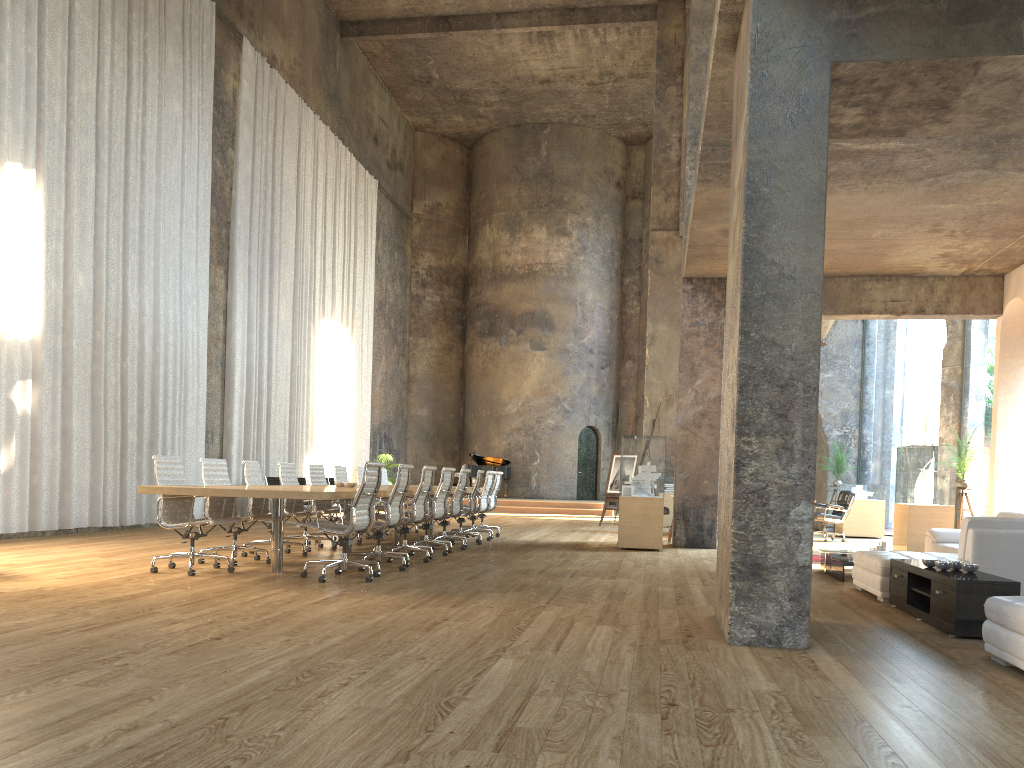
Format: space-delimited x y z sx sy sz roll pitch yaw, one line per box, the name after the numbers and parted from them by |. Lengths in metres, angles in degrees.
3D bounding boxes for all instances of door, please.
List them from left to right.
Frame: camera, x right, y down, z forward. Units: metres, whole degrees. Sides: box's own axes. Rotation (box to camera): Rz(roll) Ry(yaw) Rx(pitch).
2.286 2.433 27.031 0.904 2.298 0.091 1 1 -33 | door

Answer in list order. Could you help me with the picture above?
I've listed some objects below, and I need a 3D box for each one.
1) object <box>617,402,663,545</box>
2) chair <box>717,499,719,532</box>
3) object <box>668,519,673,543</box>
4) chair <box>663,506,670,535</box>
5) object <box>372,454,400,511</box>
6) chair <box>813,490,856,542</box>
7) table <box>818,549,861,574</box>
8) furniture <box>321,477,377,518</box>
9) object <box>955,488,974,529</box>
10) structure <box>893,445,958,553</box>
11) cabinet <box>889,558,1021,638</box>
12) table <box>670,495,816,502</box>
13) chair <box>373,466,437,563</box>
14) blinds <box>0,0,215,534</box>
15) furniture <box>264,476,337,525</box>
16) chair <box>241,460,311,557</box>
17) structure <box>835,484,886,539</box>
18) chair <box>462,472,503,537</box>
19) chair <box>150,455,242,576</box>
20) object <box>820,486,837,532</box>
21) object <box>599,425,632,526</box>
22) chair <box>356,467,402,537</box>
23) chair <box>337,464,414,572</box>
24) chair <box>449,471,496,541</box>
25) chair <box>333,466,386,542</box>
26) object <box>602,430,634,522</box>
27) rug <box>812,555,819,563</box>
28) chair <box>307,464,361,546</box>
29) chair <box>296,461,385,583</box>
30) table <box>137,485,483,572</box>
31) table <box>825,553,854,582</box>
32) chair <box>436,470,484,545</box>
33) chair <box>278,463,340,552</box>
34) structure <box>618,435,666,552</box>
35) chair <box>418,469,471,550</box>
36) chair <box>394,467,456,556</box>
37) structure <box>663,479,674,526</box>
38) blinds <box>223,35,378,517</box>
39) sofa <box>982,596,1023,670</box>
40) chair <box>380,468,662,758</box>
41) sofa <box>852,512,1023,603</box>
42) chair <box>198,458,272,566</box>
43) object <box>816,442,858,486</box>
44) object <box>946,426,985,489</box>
1.931 1.335 13.019 0.684 2.148 0.701 2 1 8 | object
3.409 2.186 14.932 0.729 0.892 0.823 2 -2 3 | chair
2.742 1.840 13.705 0.570 1.298 0.659 2 0 10 | object
2.490 2.256 15.825 0.820 0.893 0.731 2 -2 6 | chair
-3.278 2.501 22.247 1.091 1.457 1.131 2 -1 0 | object
5.490 2.290 15.318 0.820 0.893 0.731 2 -2 4 | chair
3.766 1.921 9.422 0.859 0.246 0.371 1 -4 9 | table
-3.508 2.414 18.716 0.708 0.840 1.879 1 -5 9 | furniture
6.454 2.005 12.795 0.659 0.973 0.570 2 -1 -26 | object
5.818 1.657 12.413 0.594 1.548 0.743 2 0 9 | structure
3.040 1.484 6.182 0.395 0.368 1.568 1 -6 9 | cabinet
4.018 2.367 15.564 2.408 0.700 1.108 1 -4 9 | table
-1.170 1.386 9.447 0.698 1.026 0.666 1 -1 15 | chair
-5.719 -2.460 10.996 0.275 8.643 7.849 2 -2 11 | blinds
-3.896 2.146 16.359 0.708 0.840 1.879 1 -5 9 | furniture
-2.562 1.354 9.541 0.698 1.026 0.666 2 -1 9 | chair
6.641 2.423 16.784 0.734 1.015 0.745 2 -1 9 | structure
-0.488 1.883 13.828 0.698 1.026 0.666 1 -1 15 | chair
-2.813 1.162 7.839 0.698 1.026 0.666 1 -1 15 | chair
6.665 2.556 17.804 0.660 0.973 0.570 3 -1 -44 | object
2.300 1.899 18.106 0.700 2.148 0.685 2 1 41 | object
-1.986 1.762 13.126 0.698 1.026 0.666 2 -1 13 | chair
-1.317 1.283 8.541 0.698 1.026 0.666 2 -1 13 | chair
-0.593 1.786 12.970 0.698 1.026 0.667 1 -1 18 | chair
-2.133 1.659 12.220 0.698 1.026 0.666 1 -1 15 | chair
2.503 2.110 19.987 0.683 2.148 0.702 2 1 35 | object
4.056 2.246 11.274 2.461 0.009 1.351 1 -6 9 | rug
-2.276 1.558 11.333 0.698 1.026 0.667 1 -1 18 | chair
-1.474 1.176 7.605 0.698 1.026 0.666 1 -1 15 | chair
-1.681 1.660 10.911 1.600 0.757 7.744 1 -6 9 | table
3.706 1.901 9.059 0.789 0.202 1.115 1 -6 9 | table
-0.724 1.690 12.123 0.698 1.026 0.666 2 -1 9 | chair
-2.422 1.459 10.464 0.698 1.026 0.666 1 -1 15 | chair
1.799 1.507 12.143 0.594 1.548 0.743 2 0 9 | structure
-0.881 1.586 11.203 0.698 1.026 0.666 1 -1 15 | chair
-1.027 1.487 10.335 0.698 1.026 0.667 1 -1 18 | chair
3.484 2.529 18.631 0.743 1.015 0.737 2 -1 9 | structure
-4.315 -1.490 19.528 0.275 8.643 7.849 2 -2 11 | blinds
3.523 1.104 4.179 2.066 0.721 1.075 1 -4 9 | sofa
0.960 1.902 13.543 12.943 1.030 31.627 1 -6 9 | chair
4.204 1.574 8.328 2.063 0.721 2.940 1 -6 9 | sofa
-2.702 1.258 8.696 0.698 1.026 0.667 1 -1 18 | chair
6.553 1.613 17.882 0.858 0.940 0.689 1 -1 12 | object
6.544 1.056 12.766 0.688 0.939 0.861 2 -2 0 | object
